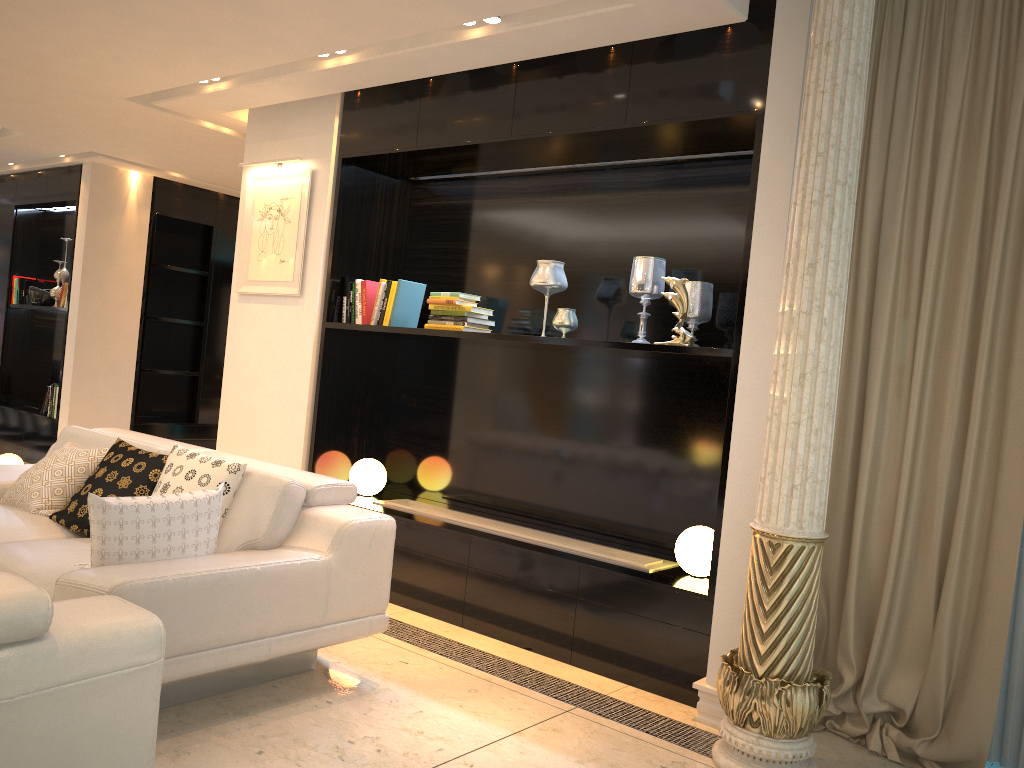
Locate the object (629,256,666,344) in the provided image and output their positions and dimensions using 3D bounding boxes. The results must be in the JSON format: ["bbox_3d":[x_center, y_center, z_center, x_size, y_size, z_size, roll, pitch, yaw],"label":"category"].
[{"bbox_3d":[0.616,-0.367,4.108,0.156,0.426,0.156,6,1,43],"label":"object"}]

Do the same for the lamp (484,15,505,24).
[{"bbox_3d":[-0.078,-1.546,3.631,0.107,0.127,0.107,6,1,19],"label":"lamp"}]

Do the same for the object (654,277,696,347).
[{"bbox_3d":[0.690,-0.301,3.723,0.182,0.293,0.116,6,1,35],"label":"object"}]

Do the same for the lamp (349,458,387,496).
[{"bbox_3d":[-0.823,0.532,5.070,0.212,0.214,0.213,6,1,-12],"label":"lamp"}]

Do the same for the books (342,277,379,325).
[{"bbox_3d":[-0.811,-0.457,4.999,0.240,0.270,0.208,6,1,38],"label":"books"}]

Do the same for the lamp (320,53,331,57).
[{"bbox_3d":[-0.918,-1.652,4.290,0.107,0.127,0.107,5,1,-41],"label":"lamp"}]

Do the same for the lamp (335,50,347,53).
[{"bbox_3d":[-0.822,-1.641,4.215,0.107,0.127,0.107,6,1,19],"label":"lamp"}]

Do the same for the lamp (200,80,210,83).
[{"bbox_3d":[-1.722,-1.741,4.928,0.107,0.127,0.107,5,1,-41],"label":"lamp"}]

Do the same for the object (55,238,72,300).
[{"bbox_3d":[-3.963,-0.977,7.848,0.121,0.612,0.121,6,1,33],"label":"object"}]

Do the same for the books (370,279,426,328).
[{"bbox_3d":[-0.627,-0.433,4.858,0.210,0.261,0.212,6,1,38],"label":"books"}]

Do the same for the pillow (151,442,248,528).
[{"bbox_3d":[-1.312,0.458,3.485,0.526,0.399,0.255,6,1,38],"label":"pillow"}]

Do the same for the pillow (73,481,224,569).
[{"bbox_3d":[-1.246,0.498,3.106,0.521,0.325,0.281,5,1,-42],"label":"pillow"}]

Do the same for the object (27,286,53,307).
[{"bbox_3d":[-4.310,-0.792,8.110,0.375,0.177,0.193,6,1,39],"label":"object"}]

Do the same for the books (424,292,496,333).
[{"bbox_3d":[-0.269,-0.364,4.603,0.296,0.197,0.260,6,1,41],"label":"books"}]

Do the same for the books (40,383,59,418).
[{"bbox_3d":[-3.944,0.142,7.766,0.345,0.296,0.222,6,1,38],"label":"books"}]

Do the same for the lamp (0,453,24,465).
[{"bbox_3d":[-3.897,0.644,6.862,0.212,0.214,0.213,6,1,-12],"label":"lamp"}]

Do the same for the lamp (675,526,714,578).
[{"bbox_3d":[0.803,0.713,3.781,0.213,0.214,0.212,6,1,-1],"label":"lamp"}]

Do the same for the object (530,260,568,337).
[{"bbox_3d":[0.170,-0.406,4.332,0.181,0.381,0.181,6,1,32],"label":"object"}]

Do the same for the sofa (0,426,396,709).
[{"bbox_3d":[-1.698,0.638,3.663,2.328,0.754,1.145,6,1,38],"label":"sofa"}]

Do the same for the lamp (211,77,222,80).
[{"bbox_3d":[-1.632,-1.731,4.856,0.107,0.127,0.107,5,1,-41],"label":"lamp"}]

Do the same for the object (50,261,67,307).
[{"bbox_3d":[-4.074,-0.892,7.964,0.121,0.416,0.121,6,1,33],"label":"object"}]

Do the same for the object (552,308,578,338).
[{"bbox_3d":[0.254,-0.282,4.244,0.119,0.154,0.119,5,1,-42],"label":"object"}]

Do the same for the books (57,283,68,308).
[{"bbox_3d":[-3.820,-0.771,7.745,0.290,0.238,0.189,6,1,37],"label":"books"}]

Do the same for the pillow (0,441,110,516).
[{"bbox_3d":[-2.064,0.425,4.011,0.521,0.329,0.351,6,1,38],"label":"pillow"}]

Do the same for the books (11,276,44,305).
[{"bbox_3d":[-4.538,-0.867,8.315,0.236,0.270,0.210,6,1,38],"label":"books"}]

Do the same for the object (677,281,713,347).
[{"bbox_3d":[0.809,-0.291,3.944,0.147,0.317,0.147,6,1,40],"label":"object"}]

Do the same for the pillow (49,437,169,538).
[{"bbox_3d":[-1.697,0.431,3.735,0.524,0.355,0.323,6,1,39],"label":"pillow"}]

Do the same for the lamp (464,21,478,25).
[{"bbox_3d":[-0.181,-1.570,3.707,0.107,0.127,0.107,6,1,19],"label":"lamp"}]

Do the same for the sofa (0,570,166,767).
[{"bbox_3d":[-1.892,0.651,1.322,1.145,0.754,2.328,6,1,38],"label":"sofa"}]

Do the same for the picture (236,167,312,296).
[{"bbox_3d":[-1.395,-0.886,5.195,0.610,0.729,0.027,6,1,38],"label":"picture"}]
